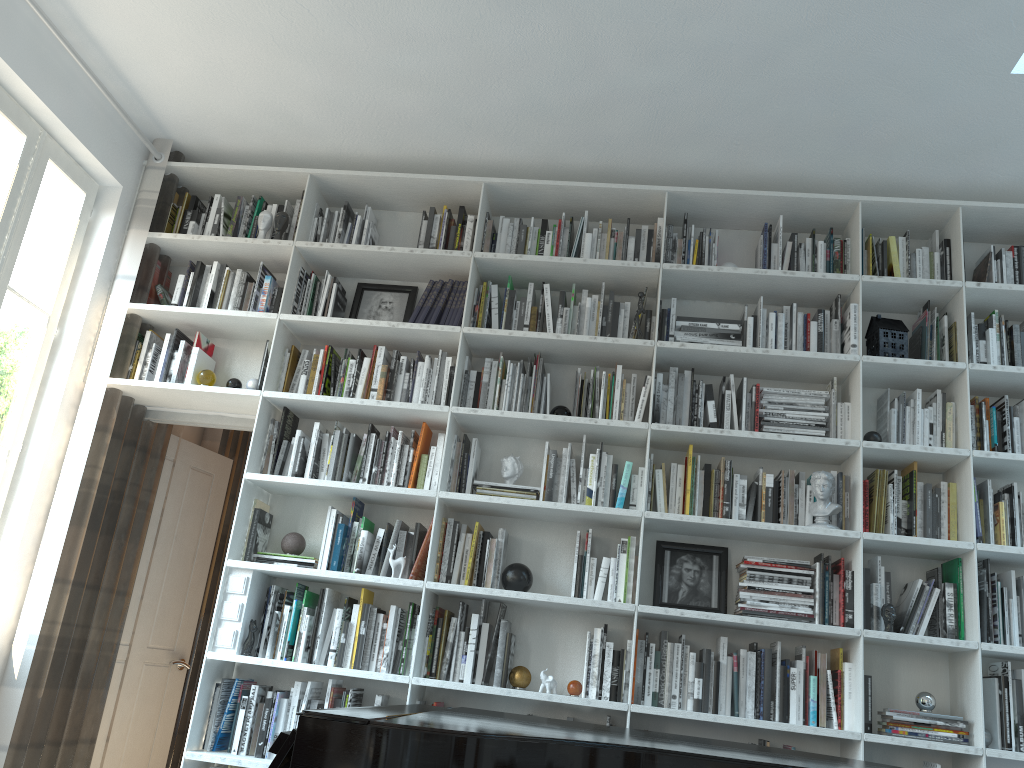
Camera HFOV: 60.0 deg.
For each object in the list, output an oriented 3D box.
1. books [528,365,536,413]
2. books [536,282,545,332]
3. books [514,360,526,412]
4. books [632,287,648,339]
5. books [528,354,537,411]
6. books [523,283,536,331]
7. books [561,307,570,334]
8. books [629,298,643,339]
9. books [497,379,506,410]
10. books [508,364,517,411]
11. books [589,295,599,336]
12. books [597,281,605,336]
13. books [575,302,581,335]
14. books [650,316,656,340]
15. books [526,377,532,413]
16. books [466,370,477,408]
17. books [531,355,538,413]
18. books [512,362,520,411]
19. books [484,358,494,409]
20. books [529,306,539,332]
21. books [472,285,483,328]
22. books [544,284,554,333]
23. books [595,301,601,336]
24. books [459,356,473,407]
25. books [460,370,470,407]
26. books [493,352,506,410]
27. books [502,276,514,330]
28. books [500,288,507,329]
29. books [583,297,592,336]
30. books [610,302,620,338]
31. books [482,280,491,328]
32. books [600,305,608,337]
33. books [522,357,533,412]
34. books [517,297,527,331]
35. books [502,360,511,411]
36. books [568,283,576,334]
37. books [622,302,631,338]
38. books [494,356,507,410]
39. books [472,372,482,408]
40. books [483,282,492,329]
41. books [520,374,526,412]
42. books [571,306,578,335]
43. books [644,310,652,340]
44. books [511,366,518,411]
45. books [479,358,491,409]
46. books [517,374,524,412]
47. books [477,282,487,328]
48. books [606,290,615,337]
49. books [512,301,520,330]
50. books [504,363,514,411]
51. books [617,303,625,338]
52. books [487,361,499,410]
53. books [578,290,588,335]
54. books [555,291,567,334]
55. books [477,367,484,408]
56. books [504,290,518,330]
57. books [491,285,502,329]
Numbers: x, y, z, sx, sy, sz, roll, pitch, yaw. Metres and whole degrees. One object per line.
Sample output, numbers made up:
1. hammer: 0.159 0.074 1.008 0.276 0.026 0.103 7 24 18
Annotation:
1. books: 0.094 0.065 3.958 0.010 0.261 0.158 5 -18 7
2. books: 0.134 -0.300 4.096 0.013 0.314 0.135 5 -18 7
3. books: 0.036 0.051 3.964 0.011 0.278 0.170 5 -18 7
4. books: 0.572 -0.266 4.016 0.058 0.301 0.175 5 -18 7
5. books: 0.091 0.039 3.975 0.004 0.319 0.153 5 -18 7
6. books: 0.079 -0.300 4.082 0.023 0.292 0.156 5 -18 7
7. books: 0.245 -0.232 4.044 0.028 0.179 0.168 5 -18 7
8. books: 0.555 -0.249 4.012 0.055 0.263 0.167 5 -18 7
9. books: -0.037 0.092 3.968 0.029 0.186 0.149 5 -18 7
10. books: 0.006 0.060 3.975 0.010 0.260 0.170 5 -18 7
11. books: 0.370 -0.258 4.047 0.028 0.260 0.136 5 -18 7
12. books: 0.404 -0.285 4.037 0.011 0.312 0.184 5 -18 7
13. books: 0.301 -0.242 4.040 0.010 0.207 0.174 5 -18 7
14. books: 0.634 -0.199 4.021 0.019 0.193 0.098 5 -18 7
15. books: 0.078 0.091 3.971 0.012 0.216 0.133 5 -18 7
16. books: -0.178 0.068 4.007 0.029 0.224 0.137 5 -18 7
17. books: 0.105 0.044 3.977 0.005 0.315 0.157 5 -18 7
18. books: 0.025 0.057 3.957 0.009 0.260 0.181 5 -18 8
19. books: -0.096 0.042 3.981 0.012 0.275 0.157 5 -18 7
20. books: 0.102 -0.241 4.071 0.034 0.180 0.160 5 -18 7
21. books: -0.153 -0.304 4.096 0.023 0.255 0.175 5 -18 7
22. books: 0.173 -0.291 4.062 0.075 0.284 0.179 5 -18 7
23. books: 0.388 -0.244 4.036 0.013 0.230 0.142 5 -18 7
24. books: -0.210 0.034 4.014 0.012 0.284 0.160 5 -18 7
25. books: -0.203 0.066 3.984 0.015 0.207 0.187 5 -18 7
26. books: -0.058 0.030 3.996 0.011 0.316 0.155 5 -18 7
27. books: -0.019 -0.320 4.091 0.012 0.314 0.172 5 -18 7
28. books: -0.033 -0.292 4.093 0.011 0.259 0.158 5 -18 7
29. books: 0.342 -0.250 4.027 0.021 0.225 0.192 5 -18 7
30. books: 0.465 -0.234 4.017 0.030 0.217 0.183 5 -18 7
31. books: -0.116 -0.315 4.134 0.014 0.308 0.130 5 -18 7
32. books: 0.418 -0.230 4.039 0.024 0.212 0.150 5 -18 7
33. books: 0.069 0.047 3.960 0.011 0.290 0.177 5 -18 7
34. books: 0.049 -0.267 4.074 0.029 0.218 0.158 5 -18 7
35. books: -0.017 0.049 3.954 0.009 0.262 0.190 5 -18 8
36. books: 0.272 -0.291 4.061 0.012 0.306 0.145 5 -18 7
37. books: 0.516 -0.233 4.032 0.024 0.236 0.153 5 -18 7
38. books: -0.052 0.039 3.969 0.010 0.282 0.184 5 -18 7
39. books: -0.152 0.072 4.002 0.024 0.218 0.140 5 -18 7
40. books: -0.108 -0.311 4.108 0.010 0.286 0.149 5 -18 7
41. books: 0.056 0.083 3.970 0.011 0.225 0.130 5 -18 7
42. books: 0.287 -0.236 4.068 0.024 0.211 0.128 5 -18 7
43. books: 0.611 -0.212 4.020 0.028 0.211 0.135 5 -18 7
44. books: 0.016 0.064 3.973 0.011 0.255 0.152 5 -18 7
45. books: -0.114 0.040 3.987 0.026 0.278 0.151 5 -18 7
46. books: 0.042 0.082 3.946 0.011 0.208 0.181 5 -18 7
47. books: -0.132 -0.311 4.112 0.013 0.282 0.159 5 -18 7
48. books: 0.445 -0.264 4.051 0.022 0.289 0.147 5 -18 7
49. books: 0.023 -0.258 4.082 0.024 0.200 0.154 5 -18 7
50. books: -0.008 0.056 3.953 0.012 0.250 0.184 5 -18 7
51. books: 0.491 -0.233 4.018 0.022 0.222 0.161 5 -18 7
52. books: -0.080 0.050 3.978 0.024 0.261 0.178 5 -18 7
53. books: 0.325 -0.273 4.062 0.026 0.285 0.138 5 -18 7
54. books: 0.224 -0.272 4.067 0.027 0.264 0.169 5 -18 7
55. books: -0.134 0.059 3.990 0.012 0.239 0.134 5 -18 7
56. books: -0.003 -0.284 4.079 0.031 0.241 0.182 5 -18 7
57. books: -0.070 -0.300 4.107 0.067 0.273 0.168 5 -18 7
